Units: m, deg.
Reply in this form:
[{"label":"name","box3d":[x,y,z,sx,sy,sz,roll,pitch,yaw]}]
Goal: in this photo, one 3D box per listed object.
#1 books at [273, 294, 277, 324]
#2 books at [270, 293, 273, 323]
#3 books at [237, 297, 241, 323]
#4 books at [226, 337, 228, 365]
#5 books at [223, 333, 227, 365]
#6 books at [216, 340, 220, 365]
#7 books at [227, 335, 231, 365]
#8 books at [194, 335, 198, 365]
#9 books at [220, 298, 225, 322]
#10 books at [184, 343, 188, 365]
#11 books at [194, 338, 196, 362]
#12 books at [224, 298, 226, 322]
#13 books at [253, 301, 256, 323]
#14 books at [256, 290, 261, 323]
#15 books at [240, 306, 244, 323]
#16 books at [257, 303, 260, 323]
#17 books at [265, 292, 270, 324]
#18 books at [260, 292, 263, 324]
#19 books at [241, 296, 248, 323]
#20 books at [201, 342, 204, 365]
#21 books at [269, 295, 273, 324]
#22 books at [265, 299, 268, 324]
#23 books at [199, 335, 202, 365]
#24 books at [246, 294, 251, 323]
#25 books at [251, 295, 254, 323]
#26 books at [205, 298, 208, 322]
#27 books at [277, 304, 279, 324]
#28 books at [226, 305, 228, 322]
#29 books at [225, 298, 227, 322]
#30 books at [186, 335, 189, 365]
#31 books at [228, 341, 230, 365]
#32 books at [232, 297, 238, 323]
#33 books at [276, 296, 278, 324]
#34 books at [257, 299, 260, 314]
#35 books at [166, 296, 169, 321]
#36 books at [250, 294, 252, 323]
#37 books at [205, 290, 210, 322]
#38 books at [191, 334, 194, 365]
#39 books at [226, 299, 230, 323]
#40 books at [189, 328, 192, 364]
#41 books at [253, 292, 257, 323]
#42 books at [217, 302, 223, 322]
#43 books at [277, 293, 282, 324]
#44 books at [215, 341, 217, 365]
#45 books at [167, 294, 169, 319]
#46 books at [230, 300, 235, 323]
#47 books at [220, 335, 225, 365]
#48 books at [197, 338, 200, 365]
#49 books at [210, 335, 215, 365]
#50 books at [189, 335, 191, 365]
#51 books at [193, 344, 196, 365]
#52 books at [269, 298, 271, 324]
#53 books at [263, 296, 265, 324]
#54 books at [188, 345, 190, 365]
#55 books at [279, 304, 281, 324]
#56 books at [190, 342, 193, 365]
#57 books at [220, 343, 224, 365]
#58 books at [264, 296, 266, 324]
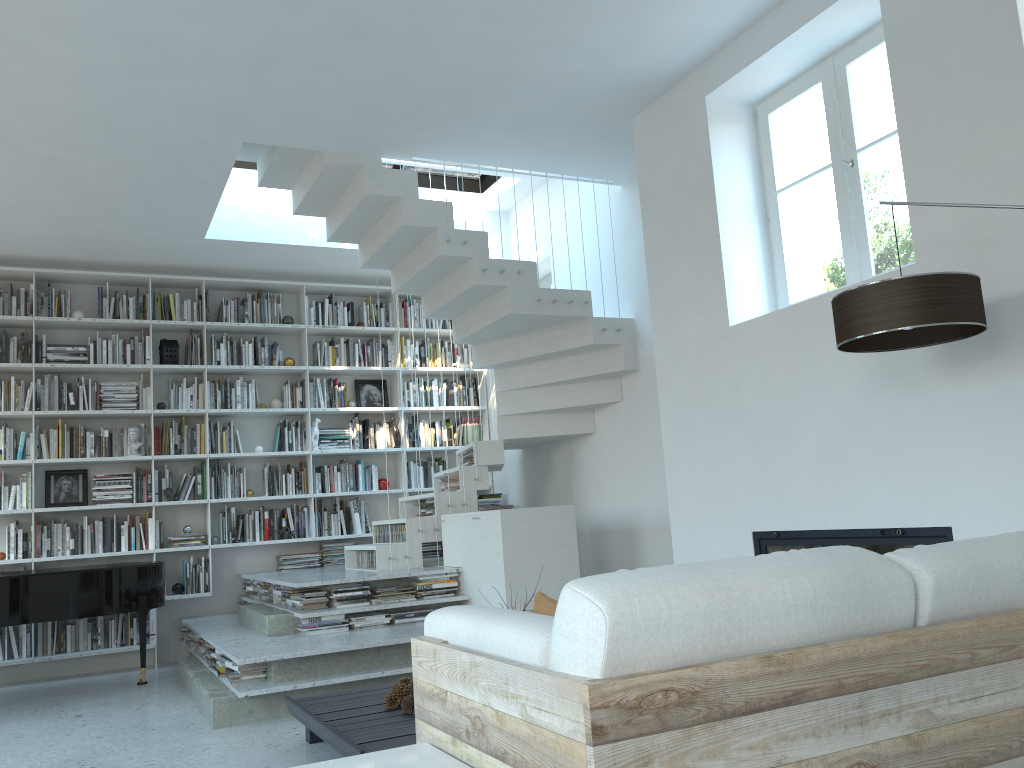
[{"label":"books","box3d":[-2.107,-0.629,7.833,0.013,0.296,0.189,0,-9,-26]},{"label":"books","box3d":[-2.135,-0.637,7.853,0.008,0.321,0.134,0,-9,-26]},{"label":"books","box3d":[-2.384,-0.608,7.706,0.021,0.256,0.169,0,-9,-26]},{"label":"books","box3d":[-2.452,-0.254,7.600,0.010,0.268,0.166,0,-9,-26]},{"label":"books","box3d":[-2.464,-0.272,7.598,0.014,0.306,0.152,0,-9,-26]},{"label":"books","box3d":[-2.517,-0.240,7.575,0.026,0.243,0.148,0,-9,-26]},{"label":"books","box3d":[-2.437,-0.265,7.626,0.021,0.295,0.138,0,-9,-26]},{"label":"books","box3d":[-2.683,-0.261,7.518,0.013,0.288,0.131,0,-9,-26]},{"label":"books","box3d":[-2.495,-0.604,7.639,0.009,0.243,0.173,0,-9,-26]},{"label":"books","box3d":[-2.746,-0.226,7.468,0.019,0.213,0.156,0,-9,-26]},{"label":"books","box3d":[-2.678,-0.249,7.487,0.005,0.254,0.159,0,-9,-26]},{"label":"books","box3d":[-2.489,-0.602,7.652,0.011,0.244,0.173,0,-9,-26]},{"label":"books","box3d":[-2.259,-0.597,7.751,0.018,0.230,0.160,0,-9,-26]},{"label":"books","box3d":[-2.224,-0.645,7.780,0.007,0.329,0.184,0,-9,-26]},{"label":"books","box3d":[-2.366,-0.573,7.728,0.031,0.190,0.132,0,-9,-26]},{"label":"books","box3d":[-2.232,-0.584,7.750,0.018,0.200,0.188,0,-9,-26]},{"label":"books","box3d":[-2.157,-0.634,7.809,0.008,0.306,0.183,0,-9,-26]},{"label":"books","box3d":[-2.206,-0.633,7.768,0.015,0.299,0.183,0,-9,-26]},{"label":"books","box3d":[-2.324,-0.613,7.709,0.028,0.258,0.185,0,-9,-26]},{"label":"books","box3d":[-2.622,-0.231,7.495,0.008,0.213,0.224,0,-9,-26]},{"label":"books","box3d":[-2.139,-0.629,7.830,0.019,0.299,0.137,0,-9,-26]},{"label":"books","box3d":[-2.173,-0.606,7.806,0.024,0.252,0.150,0,-9,-26]},{"label":"books","box3d":[-2.646,-0.264,7.528,0.005,0.291,0.130,0,-9,-26]},{"label":"books","box3d":[-2.312,-0.626,7.744,0.024,0.292,0.167,0,-9,-26]},{"label":"books","box3d":[-2.281,-0.621,7.766,0.007,0.284,0.160,0,-9,-26]},{"label":"books","box3d":[-2.627,-0.597,7.571,0.033,0.229,0.175,0,-9,-26]},{"label":"books","box3d":[-2.086,-0.587,7.844,0.018,0.214,0.158,0,-9,-26]},{"label":"books","box3d":[-2.467,-0.573,7.656,0.009,0.183,0.160,0,-9,-26]},{"label":"books","box3d":[-2.483,-0.606,7.665,0.012,0.254,0.133,0,-9,-26]},{"label":"books","box3d":[-2.727,-0.260,7.447,0.021,0.272,0.190,0,-9,-26]},{"label":"books","box3d":[-2.445,-0.236,7.610,0.012,0.235,0.165,0,-9,-26]},{"label":"books","box3d":[-2.406,-0.608,7.692,0.030,0.255,0.161,0,-9,-26]},{"label":"books","box3d":[-2.094,-0.621,7.831,0.008,0.278,0.180,0,-9,-26]},{"label":"books","box3d":[-2.229,-0.606,7.772,0.008,0.250,0.170,0,-9,-26]},{"label":"books","box3d":[-2.896,-0.601,7.433,0.015,0.233,0.171,0,-9,-26]},{"label":"books","box3d":[-2.299,-0.625,7.764,0.017,0.294,0.139,0,-9,-26]},{"label":"books","box3d":[-2.608,-0.635,7.578,0.019,0.303,0.176,0,-9,-26]},{"label":"books","box3d":[-2.695,-0.267,7.471,0.021,0.287,0.179,0,-9,-26]},{"label":"books","box3d":[-2.454,-0.597,7.653,0.013,0.229,0.174,0,-9,-26]},{"label":"books","box3d":[-2.720,-0.288,7.487,0.025,0.339,0.143,0,-9,-26]},{"label":"books","box3d":[-2.254,-0.637,7.767,0.006,0.312,0.179,0,-9,-26]},{"label":"books","box3d":[-2.515,-0.586,7.619,0.046,0.206,0.183,0,-9,-26]},{"label":"books","box3d":[-2.062,-0.634,7.855,0.006,0.306,0.163,0,-9,-26]},{"label":"books","box3d":[-2.536,-0.237,7.572,0.012,0.239,0.139,0,-9,-26]},{"label":"books","box3d":[-2.903,-0.610,7.471,0.007,0.264,0.133,0,-9,-26]},{"label":"books","box3d":[-2.432,-0.593,7.678,0.028,0.226,0.163,0,-9,-26]},{"label":"books","box3d":[-2.477,-0.260,7.596,0.011,0.283,0.173,0,-9,-26]},{"label":"books","box3d":[-2.652,-0.248,7.484,0.013,0.248,0.186,0,-9,-26]},{"label":"books","box3d":[-2.552,-0.262,7.552,0.012,0.284,0.160,0,-9,-26]},{"label":"books","box3d":[-2.718,-0.258,7.466,0.022,0.271,0.181,0,-9,-26]},{"label":"books","box3d":[-2.689,-0.225,7.489,0.013,0.210,0.140,0,-9,-26]},{"label":"books","box3d":[-2.148,-0.609,7.816,0.014,0.258,0.150,0,-9,-26]},{"label":"books","box3d":[-2.200,-0.619,7.800,0.012,0.280,0.144,0,-9,-26]},{"label":"books","box3d":[-2.737,-0.217,7.479,0.022,0.199,0.143,0,-9,-26]},{"label":"books","box3d":[-2.068,-0.586,7.842,0.014,0.208,0.188,0,-9,-26]},{"label":"books","box3d":[-2.711,-0.228,7.481,0.024,0.217,0.169,0,-9,-26]},{"label":"books","box3d":[-2.484,-0.225,7.568,0.026,0.207,0.181,0,-9,-26]},{"label":"books","box3d":[-2.189,-0.617,7.801,0.008,0.274,0.163,0,-9,-26]}]
